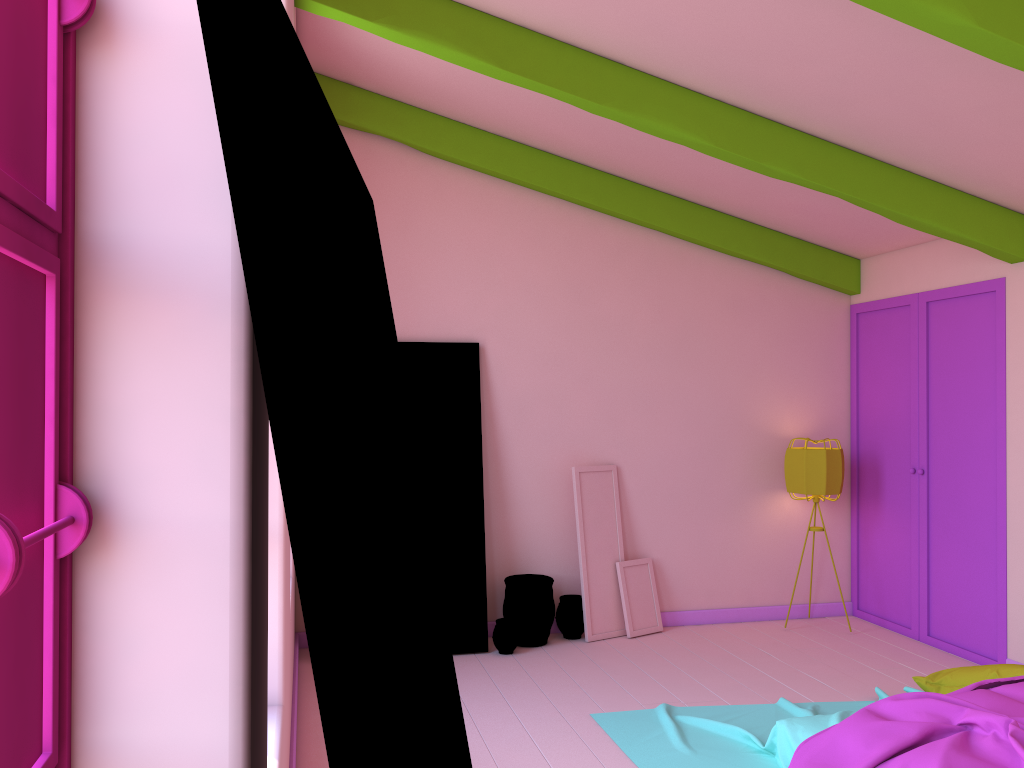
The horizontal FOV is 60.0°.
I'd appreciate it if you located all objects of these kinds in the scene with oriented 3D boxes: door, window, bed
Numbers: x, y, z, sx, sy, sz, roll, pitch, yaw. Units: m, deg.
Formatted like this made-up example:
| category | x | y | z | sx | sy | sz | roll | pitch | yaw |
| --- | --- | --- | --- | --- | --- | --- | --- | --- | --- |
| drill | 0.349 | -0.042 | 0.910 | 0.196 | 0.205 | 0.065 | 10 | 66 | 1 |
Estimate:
| category | x | y | z | sx | sy | sz | roll | pitch | yaw |
| --- | --- | --- | --- | --- | --- | --- | --- | --- | --- |
| door | 3.017 | 0.619 | 6.557 | 0.108 | 2.590 | 1.677 | 0 | -1 | -13 |
| door | -0.117 | 0.682 | 1.403 | 0.450 | 2.210 | 1.153 | 0 | -1 | -3 |
| door | -0.770 | 0.789 | 6.302 | 1.153 | 2.210 | 0.450 | 0 | -1 | -13 |
| window | -0.380 | -0.458 | 0.450 | 0.072 | 3.047 | 1.275 | 0 | -1 | -13 |
| bed | 2.162 | 1.580 | 3.566 | 2.802 | 0.514 | 3.577 | 0 | -1 | -13 |

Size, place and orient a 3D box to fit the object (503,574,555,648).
| category | x | y | z | sx | sy | sz | roll | pitch | yaw |
| --- | --- | --- | --- | --- | --- | --- | --- | --- | --- |
| object | 0.124 | 1.655 | 6.486 | 0.386 | 0.471 | 0.386 | 0 | -1 | 29 |

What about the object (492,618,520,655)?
| category | x | y | z | sx | sy | sz | roll | pitch | yaw |
| --- | --- | --- | --- | --- | --- | --- | --- | --- | --- |
| object | -0.041 | 1.773 | 6.221 | 0.199 | 0.234 | 0.199 | -1 | -1 | 44 |

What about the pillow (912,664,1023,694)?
| category | x | y | z | sx | sy | sz | roll | pitch | yaw |
| --- | --- | --- | --- | --- | --- | --- | --- | --- | --- |
| pillow | 3.164 | 1.429 | 4.065 | 0.848 | 0.822 | 2.617 | 1 | -1 | -23 |

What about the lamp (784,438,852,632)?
| category | x | y | z | sx | sy | sz | roll | pitch | yaw |
| --- | --- | --- | --- | --- | --- | --- | --- | --- | --- |
| lamp | 2.393 | 1.157 | 6.960 | 0.491 | 1.466 | 0.476 | 0 | -1 | 17 |

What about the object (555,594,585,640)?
| category | x | y | z | sx | sy | sz | roll | pitch | yaw |
| --- | --- | --- | --- | --- | --- | --- | --- | --- | --- |
| object | 0.451 | 1.746 | 6.638 | 0.260 | 0.306 | 0.260 | 0 | -1 | 19 |
